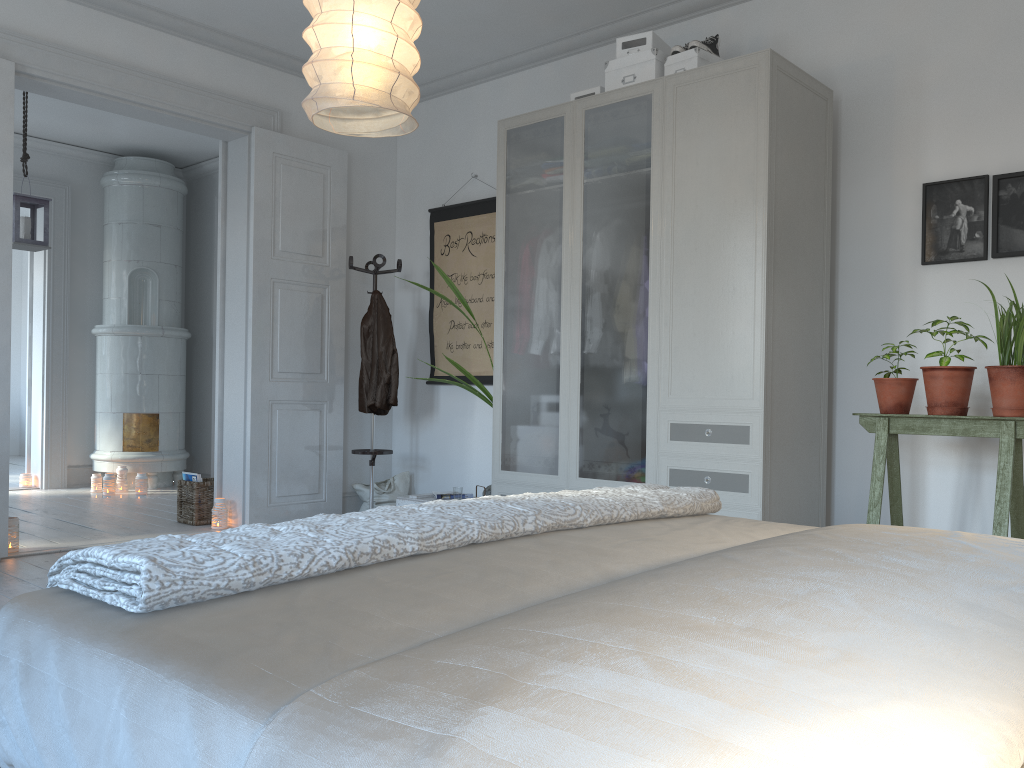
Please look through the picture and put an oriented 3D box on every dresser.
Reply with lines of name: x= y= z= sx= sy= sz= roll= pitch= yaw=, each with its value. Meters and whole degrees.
dresser: x=0.643 y=-0.210 z=4.123 sx=1.432 sy=2.163 sz=0.631 roll=1 pitch=0 yaw=42

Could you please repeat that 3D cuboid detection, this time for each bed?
bed: x=0.522 y=0.318 z=1.179 sx=2.176 sy=1.046 sz=1.888 roll=0 pitch=-1 yaw=42

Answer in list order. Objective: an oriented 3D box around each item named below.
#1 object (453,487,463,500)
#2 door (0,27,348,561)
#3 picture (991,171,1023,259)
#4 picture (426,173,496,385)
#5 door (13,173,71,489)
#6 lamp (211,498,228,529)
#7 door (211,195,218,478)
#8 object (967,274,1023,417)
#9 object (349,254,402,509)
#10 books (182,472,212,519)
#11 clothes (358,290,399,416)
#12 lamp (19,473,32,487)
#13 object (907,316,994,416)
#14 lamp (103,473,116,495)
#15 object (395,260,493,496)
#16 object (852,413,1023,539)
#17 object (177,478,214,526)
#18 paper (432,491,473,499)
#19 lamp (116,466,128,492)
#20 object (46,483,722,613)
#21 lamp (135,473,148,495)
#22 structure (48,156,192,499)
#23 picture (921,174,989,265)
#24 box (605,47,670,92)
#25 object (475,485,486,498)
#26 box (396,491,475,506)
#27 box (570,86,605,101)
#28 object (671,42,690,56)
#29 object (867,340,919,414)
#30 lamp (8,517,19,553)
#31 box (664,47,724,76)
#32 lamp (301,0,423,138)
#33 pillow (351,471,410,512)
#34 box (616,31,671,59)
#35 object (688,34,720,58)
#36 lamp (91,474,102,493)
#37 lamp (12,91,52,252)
object: x=-0.314 y=0.641 z=5.147 sx=0.060 sy=0.081 sz=0.060 roll=1 pitch=0 yaw=7
door: x=-2.067 y=-0.401 z=4.768 sx=0.577 sy=2.505 sz=2.599 roll=1 pitch=0 yaw=42
picture: x=2.083 y=-0.669 z=3.419 sx=0.415 sy=0.329 sz=0.037 roll=1 pitch=0 yaw=42
picture: x=-0.242 y=-0.651 z=5.491 sx=0.793 sy=1.313 sz=0.057 roll=1 pitch=0 yaw=42
door: x=-4.314 y=-0.410 z=6.779 sx=0.577 sy=2.505 sz=2.599 roll=1 pitch=0 yaw=42
lamp: x=-1.720 y=0.763 z=5.218 sx=0.093 sy=0.180 sz=0.093 roll=1 pitch=0 yaw=25
door: x=-1.884 y=-0.364 z=7.230 sx=1.599 sy=2.505 sz=0.306 roll=1 pitch=0 yaw=42
object: x=1.739 y=-0.135 z=3.085 sx=0.300 sy=0.499 sz=0.333 roll=1 pitch=0 yaw=25
object: x=-0.856 y=0.050 z=5.469 sx=0.374 sy=1.658 sz=0.374 roll=1 pitch=0 yaw=-41
books: x=-1.923 y=0.698 z=5.537 sx=0.179 sy=0.300 sz=0.201 roll=1 pitch=0 yaw=42
clothes: x=-0.811 y=-0.190 z=5.409 sx=0.237 sy=0.770 sz=0.211 roll=1 pitch=0 yaw=-15
lamp: x=-3.959 y=0.787 z=7.221 sx=0.093 sy=0.110 sz=0.093 roll=1 pitch=0 yaw=-31
object: x=1.587 y=-0.071 z=3.228 sx=0.234 sy=0.370 sz=0.258 roll=1 pitch=0 yaw=-36
lamp: x=-3.120 y=0.777 z=6.870 sx=0.089 sy=0.166 sz=0.089 roll=1 pitch=0 yaw=43
object: x=-0.143 y=0.105 z=4.834 sx=1.044 sy=1.554 sz=0.289 roll=1 pitch=0 yaw=-19
object: x=1.591 y=0.502 z=3.253 sx=0.671 sy=0.774 sz=0.431 roll=1 pitch=0 yaw=42
object: x=-1.915 y=0.731 z=5.546 sx=0.224 sy=0.265 sz=0.270 roll=1 pitch=0 yaw=42
paper: x=-0.360 y=0.668 z=5.329 sx=0.222 sy=0.031 sz=0.175 roll=1 pitch=-1 yaw=-16
lamp: x=-3.113 y=0.758 z=7.076 sx=0.098 sy=0.210 sz=0.098 roll=1 pitch=0 yaw=-44
object: x=-0.100 y=0.278 z=1.748 sx=0.405 sy=0.104 sz=1.460 roll=0 pitch=-1 yaw=42
lamp: x=-2.901 y=0.781 z=6.944 sx=0.089 sy=0.166 sz=0.089 roll=1 pitch=0 yaw=41
structure: x=-3.120 y=-0.463 z=7.297 sx=0.800 sy=2.828 sz=1.248 roll=1 pitch=0 yaw=-3
picture: x=1.825 y=-0.672 z=3.656 sx=0.250 sy=0.342 sz=0.022 roll=1 pitch=0 yaw=42
box: x=0.625 y=-1.391 z=4.122 sx=0.281 sy=0.199 sz=0.285 roll=1 pitch=-1 yaw=42
object: x=-0.167 y=0.706 z=4.613 sx=0.132 sy=0.351 sz=0.137 roll=1 pitch=0 yaw=-26
box: x=-0.351 y=0.775 z=5.267 sx=0.641 sy=0.218 sz=0.376 roll=0 pitch=-1 yaw=42
box: x=0.420 y=-1.345 z=4.305 sx=0.180 sy=0.107 sz=0.223 roll=0 pitch=-1 yaw=42
object: x=0.780 y=-1.500 z=3.990 sx=0.080 sy=0.110 sz=0.213 roll=1 pitch=-1 yaw=36
object: x=1.447 y=-0.024 z=3.378 sx=0.194 sy=0.277 sz=0.177 roll=1 pitch=0 yaw=9
lamp: x=-2.473 y=0.742 z=4.359 sx=0.089 sy=0.166 sz=0.089 roll=1 pitch=0 yaw=34
box: x=0.816 y=-1.369 z=3.950 sx=0.227 sy=0.158 sz=0.182 roll=1 pitch=-1 yaw=-43
lamp: x=-0.421 y=-1.358 z=2.539 sx=0.338 sy=1.231 sz=0.340 roll=1 pitch=0 yaw=-17
pillow: x=-0.840 y=0.726 z=5.765 sx=0.273 sy=0.314 sz=0.317 roll=1 pitch=0 yaw=43
box: x=0.615 y=-1.541 z=4.146 sx=0.180 sy=0.107 sz=0.225 roll=1 pitch=-1 yaw=32
object: x=0.858 y=-1.500 z=3.921 sx=0.213 sy=0.110 sz=0.080 roll=1 pitch=0 yaw=-42
lamp: x=-3.292 y=0.786 z=7.025 sx=0.084 sy=0.146 sz=0.084 roll=1 pitch=0 yaw=-44
lamp: x=-3.078 y=-1.744 z=5.623 sx=0.228 sy=1.762 sz=0.228 roll=1 pitch=0 yaw=39
